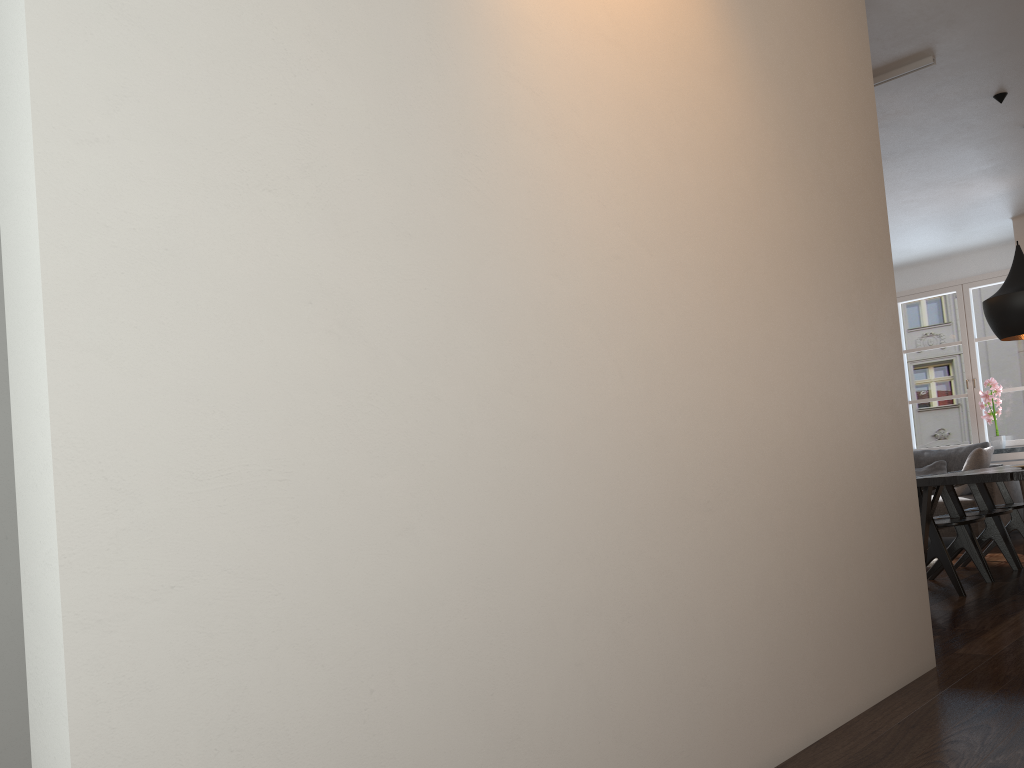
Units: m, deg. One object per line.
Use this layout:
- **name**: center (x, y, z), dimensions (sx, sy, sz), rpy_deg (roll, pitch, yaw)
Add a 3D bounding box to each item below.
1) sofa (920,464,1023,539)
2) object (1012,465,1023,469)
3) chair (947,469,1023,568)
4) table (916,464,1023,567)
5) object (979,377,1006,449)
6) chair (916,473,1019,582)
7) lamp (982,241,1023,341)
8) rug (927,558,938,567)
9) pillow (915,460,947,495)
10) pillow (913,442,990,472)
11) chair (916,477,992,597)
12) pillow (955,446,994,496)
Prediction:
- **sofa**: center (2.878, 1.234, 8.317), dimensions (3.086, 0.668, 2.040), rpy_deg (-11, -9, 42)
- **object**: center (2.976, 0.453, 4.922), dimensions (0.356, 0.016, 0.358), rpy_deg (2, -10, -44)
- **chair**: center (3.407, 0.934, 6.246), dimensions (0.522, 0.668, 0.593), rpy_deg (-9, -6, 41)
- **table**: center (3.419, 0.825, 5.411), dimensions (1.113, 0.676, 2.501), rpy_deg (-10, -8, 42)
- **object**: center (4.620, 0.285, 8.502), dimensions (0.201, 0.687, 0.298), rpy_deg (-6, -4, 21)
- **chair**: center (2.949, 0.911, 5.740), dimensions (0.522, 0.668, 0.593), rpy_deg (-9, -6, 43)
- **lamp**: center (2.852, -0.533, 4.938), dimensions (0.411, 0.538, 0.413), rpy_deg (-5, -4, 0)
- **rug**: center (2.127, 1.526, 7.485), dimensions (2.846, 0.012, 2.846), rpy_deg (-8, -8, 22)
- **pillow**: center (3.821, 0.894, 8.287), dimensions (0.494, 0.319, 0.445), rpy_deg (-7, -6, 24)
- **pillow**: center (4.067, 0.826, 8.386), dimensions (0.841, 0.474, 0.275), rpy_deg (-10, -7, 43)
- **chair**: center (2.534, 0.891, 5.289), dimensions (0.522, 0.668, 0.593), rpy_deg (-9, -6, 40)
- **pillow**: center (4.055, 0.770, 7.772), dimensions (0.288, 0.412, 0.494), rpy_deg (-9, -6, 41)
